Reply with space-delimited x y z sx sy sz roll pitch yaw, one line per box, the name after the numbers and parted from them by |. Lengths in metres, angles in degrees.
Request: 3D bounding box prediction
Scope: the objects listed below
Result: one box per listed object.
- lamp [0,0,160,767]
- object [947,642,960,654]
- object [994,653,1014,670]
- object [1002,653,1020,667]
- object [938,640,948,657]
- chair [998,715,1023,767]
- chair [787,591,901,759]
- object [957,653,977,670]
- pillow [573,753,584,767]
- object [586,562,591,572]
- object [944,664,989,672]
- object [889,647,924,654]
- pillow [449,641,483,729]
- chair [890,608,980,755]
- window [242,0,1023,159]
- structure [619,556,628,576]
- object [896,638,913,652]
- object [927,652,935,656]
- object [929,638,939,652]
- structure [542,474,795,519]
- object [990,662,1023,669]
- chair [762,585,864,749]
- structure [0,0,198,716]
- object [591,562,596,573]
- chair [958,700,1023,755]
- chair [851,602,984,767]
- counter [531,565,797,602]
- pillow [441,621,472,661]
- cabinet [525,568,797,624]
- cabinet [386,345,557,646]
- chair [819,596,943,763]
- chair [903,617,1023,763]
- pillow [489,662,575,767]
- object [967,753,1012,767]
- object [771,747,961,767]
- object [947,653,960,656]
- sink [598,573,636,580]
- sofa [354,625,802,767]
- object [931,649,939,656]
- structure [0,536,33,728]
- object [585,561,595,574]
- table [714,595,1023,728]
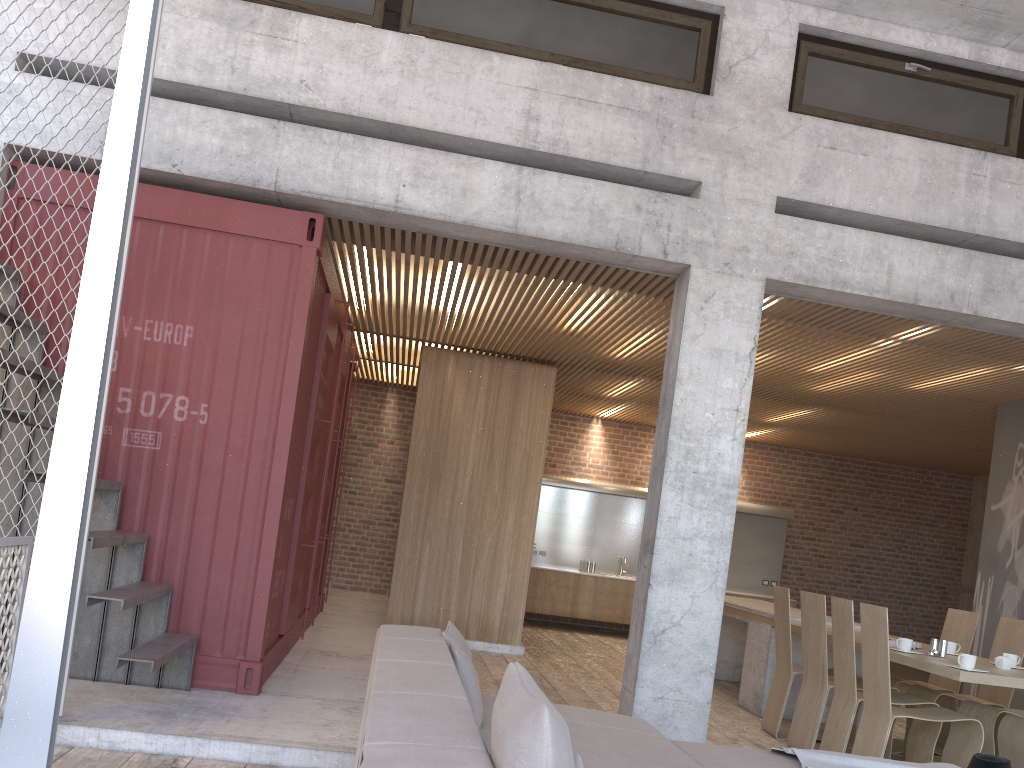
0.029 -0.016 2.050 2.648 3.402 0.753 9 -2 -20 | lamp
3.198 1.928 6.401 0.118 0.087 0.093 12 -7 -33 | object
3.212 1.811 5.726 0.123 0.111 0.089 9 -4 -16 | object
3.379 1.877 5.949 0.118 0.087 0.093 13 -8 -42 | object
2.947 1.807 5.996 0.052 0.111 0.053 6 -3 38 | object
3.617 2.199 5.691 0.724 1.187 0.350 8 -2 -7 | chair
2.501 2.195 6.566 0.725 1.187 0.349 8 -2 -10 | chair
2.760 1.687 5.319 0.092 0.087 0.119 4 -7 37 | object
0.105 1.161 2.428 0.171 0.369 0.376 9 -5 -33 | pillow
1.144 2.730 13.083 0.060 0.158 0.060 7 -2 9 | object
2.762 1.732 5.330 0.187 0.014 0.186 11 -10 -20 | object
2.708 1.845 6.055 0.187 0.014 0.186 11 -10 -20 | object
-0.220 1.371 3.995 0.187 0.355 0.373 8 -5 -7 | pillow
3.329 2.408 7.185 0.725 1.187 0.349 8 -2 -13 | chair
1.273 -2.209 5.915 8.456 0.606 0.113 9 -1 -7 | window
1.702 2.847 13.269 0.115 0.472 0.249 8 -3 -6 | structure
2.706 1.800 6.045 0.092 0.087 0.119 4 -7 37 | object
2.863 1.840 5.987 0.051 0.019 0.051 11 -9 -24 | object
2.907 1.810 6.039 0.052 0.109 0.053 6 -3 38 | object
2.356 1.722 13.396 4.087 0.156 0.210 9 -6 -7 | structure
3.370 1.914 5.940 0.185 0.014 0.187 8 -9 -4 | object
2.442 2.270 7.068 0.722 1.187 0.350 8 -2 -2 | chair
-2.982 -0.574 3.439 3.045 4.281 3.710 8 -5 -7 | structure
1.214 2.741 13.092 0.060 0.158 0.060 7 -2 9 | object
3.599 2.281 6.199 0.725 1.187 0.349 8 -2 -12 | chair
2.555 2.034 5.551 0.723 1.187 0.350 8 -2 -4 | chair
2.212 2.980 13.156 4.087 0.020 0.660 9 -9 -7 | counter
-0.287 1.390 4.382 0.188 0.363 0.366 8 -5 -1 | pillow
2.233 2.646 13.371 4.125 2.062 1.081 9 -3 -7 | cabinet
-0.656 1.494 11.414 1.521 3.099 3.789 8 -6 -6 | cabinet
2.551 2.118 6.061 0.722 1.187 0.350 8 -2 -2 | chair
3.454 2.343 6.691 0.724 1.187 0.350 8 -2 -7 | chair
0.049 1.006 2.159 0.222 0.552 0.568 8 -5 -4 | pillow
2.187 1.782 4.008 0.300 0.167 0.303 10 -8 -19 | object
1.982 2.022 3.997 1.591 0.499 1.061 6 -8 11 | object
3.188 1.965 6.392 0.185 0.014 0.188 7 -9 6 | object
1.679 2.969 13.053 0.731 0.190 0.528 9 -8 -7 | sink
0.928 1.616 3.222 3.018 0.778 3.029 9 -9 -7 | sofa
2.887 1.829 5.978 0.051 0.045 0.051 7 -6 11 | object
-3.085 0.744 2.007 1.930 0.924 4.474 8 -9 -6 | structure
1.181 2.716 13.087 0.145 0.209 0.053 8 -1 -7 | object
2.742 2.570 7.801 1.014 0.911 5.242 8 -9 -6 | table
